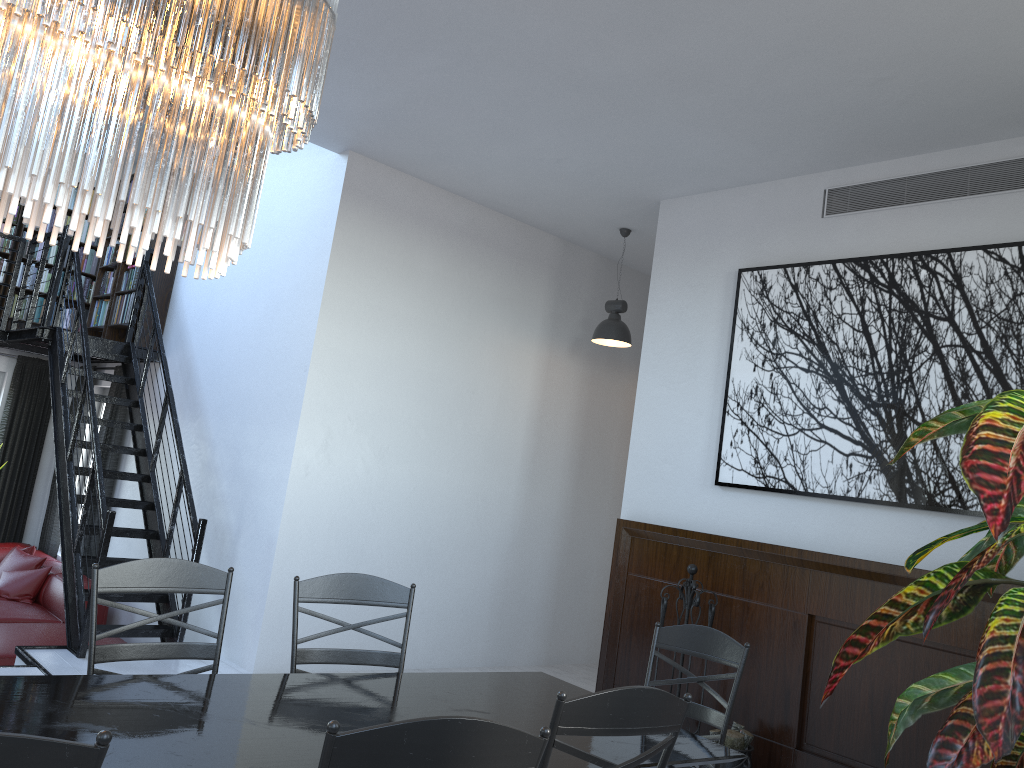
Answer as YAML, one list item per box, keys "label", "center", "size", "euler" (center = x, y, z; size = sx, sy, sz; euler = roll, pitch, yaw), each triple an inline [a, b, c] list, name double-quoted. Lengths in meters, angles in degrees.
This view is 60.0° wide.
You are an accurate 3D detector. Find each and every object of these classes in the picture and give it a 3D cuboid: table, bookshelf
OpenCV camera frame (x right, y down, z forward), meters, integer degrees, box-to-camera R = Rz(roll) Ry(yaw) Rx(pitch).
- label: "table"
  center: [-0.459, 1.168, 2.125]
  size: [1.987, 0.701, 0.890]
  euler: [13, -9, -36]
- label: "bookshelf"
  center: [-4.816, -1.498, 6.536]
  size: [4.452, 1.625, 3.088]
  euler: [14, -9, -41]

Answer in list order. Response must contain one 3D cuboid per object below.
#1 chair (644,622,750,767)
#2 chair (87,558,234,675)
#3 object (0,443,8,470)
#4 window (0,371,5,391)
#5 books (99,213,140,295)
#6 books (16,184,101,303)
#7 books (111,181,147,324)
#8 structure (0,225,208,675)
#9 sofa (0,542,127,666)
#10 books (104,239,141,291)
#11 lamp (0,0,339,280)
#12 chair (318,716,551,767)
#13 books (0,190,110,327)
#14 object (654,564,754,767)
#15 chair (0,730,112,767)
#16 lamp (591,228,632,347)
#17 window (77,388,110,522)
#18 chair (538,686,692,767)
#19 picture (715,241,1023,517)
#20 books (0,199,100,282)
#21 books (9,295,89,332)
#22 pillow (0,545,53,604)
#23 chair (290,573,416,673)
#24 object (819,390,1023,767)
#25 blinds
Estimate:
- label: "chair"
  center: [0.402, 1.241, 2.735]
  size: [0.501, 0.970, 0.496]
  euler: [14, -10, -34]
- label: "chair"
  center: [-0.953, 1.002, 2.420]
  size: [0.494, 0.970, 0.503]
  euler: [14, -10, -33]
- label: "object"
  center: [-5.051, 0.965, 8.137]
  size: [0.526, 0.945, 0.550]
  euler: [2, -10, 37]
- label: "window"
  center: [-5.482, 0.567, 8.134]
  size: [1.161, 1.614, 0.133]
  euler: [15, -11, -41]
- label: "books"
  center: [-4.530, -1.559, 6.247]
  size: [4.354, 1.416, 2.205]
  euler: [14, -9, -42]
- label: "books"
  center: [-5.723, -1.590, 7.563]
  size: [4.413, 1.419, 0.227]
  euler: [14, -10, -41]
- label: "books"
  center: [-4.876, -1.563, 6.659]
  size: [4.361, 1.412, 1.170]
  euler: [14, -10, -41]
- label: "structure"
  center: [-4.554, 0.148, 5.712]
  size: [4.465, 3.372, 4.615]
  euler: [15, -10, -41]
- label: "sofa"
  center: [-4.484, 1.651, 6.545]
  size: [2.528, 0.659, 3.280]
  euler: [14, -9, -41]
- label: "books"
  center: [-4.758, -1.435, 6.446]
  size: [4.313, 1.146, 1.598]
  euler: [14, -9, -42]
- label: "lamp"
  center: [-0.937, -1.130, 1.864]
  size: [1.266, 1.635, 0.440]
  euler: [14, -10, -35]
- label: "chair"
  center: [-0.316, 0.990, 1.497]
  size: [0.494, 0.970, 0.503]
  euler: [14, -10, -33]
- label: "books"
  center: [-5.409, -1.590, 7.190]
  size: [4.413, 1.436, 1.285]
  euler: [14, -10, -39]
- label: "object"
  center: [1.016, 1.494, 4.602]
  size: [0.636, 1.057, 0.320]
  euler: [1, -12, 44]
- label: "chair"
  center: [-0.877, 0.854, 1.095]
  size: [0.488, 0.961, 0.503]
  euler: [16, -11, -42]
- label: "lamp"
  center: [0.788, -0.721, 6.533]
  size: [0.297, 0.865, 0.294]
  euler: [6, -9, 14]
- label: "window"
  center: [-3.784, 0.833, 8.239]
  size: [0.132, 1.614, 1.167]
  euler: [16, -11, -41]
- label: "chair"
  center: [0.012, 1.088, 1.918]
  size: [0.494, 0.970, 0.503]
  euler: [15, -11, -39]
- label: "picture"
  center: [2.123, -0.032, 4.188]
  size: [0.037, 1.287, 2.590]
  euler: [16, -10, -41]
- label: "books"
  center: [-5.481, -1.373, 7.792]
  size: [3.374, 1.128, 0.240]
  euler: [14, -10, -41]
- label: "books"
  center: [-5.723, -1.579, 7.557]
  size: [4.419, 1.404, 0.242]
  euler: [14, -10, -40]
- label: "pillow"
  center: [-4.759, 1.484, 7.544]
  size: [1.957, 0.404, 0.978]
  euler: [8, -7, 1]
- label: "chair"
  center: [-0.489, 1.103, 2.701]
  size: [0.495, 0.970, 0.501]
  euler: [11, -9, -17]
- label: "object"
  center: [1.878, 0.781, 2.623]
  size: [1.805, 2.256, 1.733]
  euler: [10, -8, -9]
- label: "blinds"
  center: [-4.088, 0.980, 8.149]
  size: [1.752, 2.393, 0.524]
  euler: [4, -10, 30]
